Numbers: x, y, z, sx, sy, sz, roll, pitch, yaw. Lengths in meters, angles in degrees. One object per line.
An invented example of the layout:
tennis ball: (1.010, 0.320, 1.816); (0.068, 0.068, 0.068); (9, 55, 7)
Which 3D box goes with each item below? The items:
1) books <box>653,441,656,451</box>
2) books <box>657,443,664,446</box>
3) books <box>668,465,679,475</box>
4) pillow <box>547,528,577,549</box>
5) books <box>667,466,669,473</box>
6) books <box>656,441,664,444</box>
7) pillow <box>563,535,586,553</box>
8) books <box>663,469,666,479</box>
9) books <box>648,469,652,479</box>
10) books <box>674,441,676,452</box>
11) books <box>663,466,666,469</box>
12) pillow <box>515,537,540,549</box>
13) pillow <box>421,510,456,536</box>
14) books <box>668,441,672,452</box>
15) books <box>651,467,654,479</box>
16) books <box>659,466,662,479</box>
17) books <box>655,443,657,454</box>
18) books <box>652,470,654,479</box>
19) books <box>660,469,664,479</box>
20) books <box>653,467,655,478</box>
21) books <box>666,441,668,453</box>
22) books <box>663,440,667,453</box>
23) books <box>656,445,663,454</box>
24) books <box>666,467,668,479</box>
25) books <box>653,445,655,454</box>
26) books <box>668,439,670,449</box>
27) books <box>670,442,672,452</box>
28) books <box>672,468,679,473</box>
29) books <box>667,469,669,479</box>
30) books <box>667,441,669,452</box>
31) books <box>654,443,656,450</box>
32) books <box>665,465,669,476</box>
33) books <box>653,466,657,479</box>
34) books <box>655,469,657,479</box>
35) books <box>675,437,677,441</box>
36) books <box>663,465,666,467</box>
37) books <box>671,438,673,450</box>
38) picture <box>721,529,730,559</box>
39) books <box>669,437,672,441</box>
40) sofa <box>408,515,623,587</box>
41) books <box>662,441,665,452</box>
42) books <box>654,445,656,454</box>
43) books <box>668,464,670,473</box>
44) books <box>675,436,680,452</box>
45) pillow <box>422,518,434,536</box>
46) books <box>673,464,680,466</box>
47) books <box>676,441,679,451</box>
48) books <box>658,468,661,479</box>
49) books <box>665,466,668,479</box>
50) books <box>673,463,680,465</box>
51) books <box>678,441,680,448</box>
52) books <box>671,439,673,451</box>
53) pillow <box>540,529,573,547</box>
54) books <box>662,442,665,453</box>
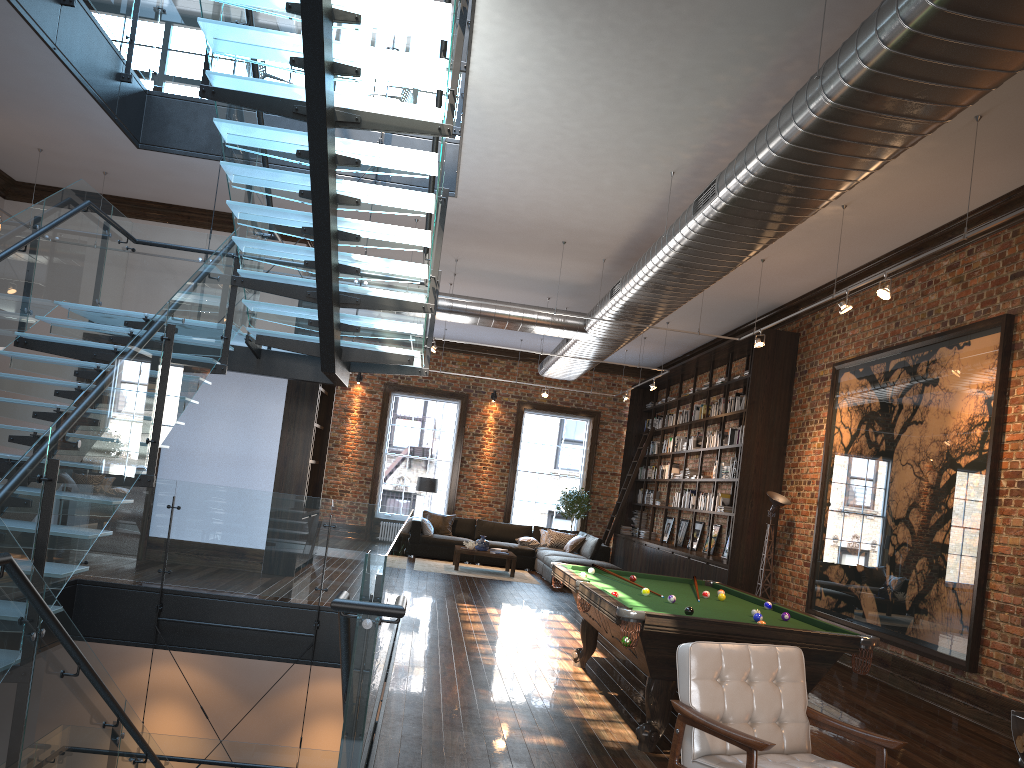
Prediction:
books: (2.995, 1.331, 18.203); (0.184, 0.292, 0.006); (7, -2, -5)
books: (3.016, 1.330, 17.983); (0.166, 0.249, 0.079); (7, -2, -5)
books: (3.060, 1.680, 16.799); (0.189, 0.286, 0.013); (7, -2, -5)
pillow: (0.949, 2.965, 16.869); (0.611, 0.360, 0.289); (7, -4, -1)
books: (3.050, 1.706, 16.915); (0.180, 0.260, 0.010); (7, -2, -5)
books: (3.014, 1.321, 18.055); (0.191, 0.280, 0.006); (7, -2, -5)
pillow: (1.155, 2.971, 16.418); (0.314, 0.353, 0.632); (8, -6, -5)
books: (3.028, 1.762, 17.182); (0.186, 0.207, 0.017); (8, -2, -5)
books: (2.908, 1.863, 18.211); (0.232, 0.224, 0.024); (8, -2, -5)
books: (3.134, 1.191, 16.627); (0.191, 0.225, 0.025); (8, -2, -5)
books: (3.021, 1.745, 17.282); (0.178, 0.263, 0.042); (7, -2, -5)
pillow: (0.294, 2.995, 16.778); (0.410, 0.203, 0.613); (8, -6, -7)
pillow: (-1.425, 2.648, 16.874); (0.701, 0.438, 0.306); (8, -4, -5)
books: (3.102, 1.228, 17.032); (0.181, 0.241, 0.036); (8, -2, -5)
books: (2.942, 1.839, 18.144); (0.180, 0.262, 0.015); (7, -2, -5)
books: (3.008, 1.756, 17.456); (0.188, 0.280, 0.014); (7, -2, -5)
books: (3.005, 1.330, 18.027); (0.183, 0.253, 0.046); (7, -2, -5)
books: (2.939, 1.861, 18.047); (0.175, 0.194, 0.031); (8, -2, -5)
books: (2.996, 1.767, 17.235); (0.236, 0.201, 0.046); (8, -2, -5)
books: (2.959, 1.827, 17.977); (0.187, 0.252, 0.017); (7, -2, -5)
books: (3.082, 1.240, 17.209); (0.175, 0.255, 0.027); (7, -2, -5)
books: (3.073, 1.251, 17.412); (0.174, 0.282, 0.113); (7, -3, -5)
books: (3.008, 1.347, 17.961); (0.185, 0.209, 0.069); (8, -3, -5)
books: (3.039, 1.713, 16.951); (0.184, 0.251, 0.015); (7, -2, -5)
books: (2.987, 1.361, 18.132); (0.186, 0.213, 0.005); (8, -2, -5)
books: (3.101, 1.221, 17.161); (0.148, 0.286, 0.012); (7, -2, -5)
books: (3.113, 1.234, 16.971); (0.158, 0.218, 0.034); (7, -2, -5)
books: (3.079, 1.704, 16.748); (0.148, 0.231, 0.036); (7, -2, -5)
books: (3.048, 1.728, 16.890); (0.181, 0.208, 0.013); (8, -2, -5)
books: (3.100, 1.226, 17.190); (0.159, 0.282, 0.015); (7, -2, -5)
books: (2.993, 1.342, 18.107); (0.189, 0.245, 0.005); (8, -2, -5)
books: (3.041, 1.704, 17.008); (0.184, 0.282, 0.011); (7, -2, -5)
books: (2.957, 1.809, 17.940); (0.164, 0.276, 0.013); (7, -2, -5)
books: (2.972, 1.825, 17.801); (0.173, 0.216, 0.036); (8, -2, -5)
books: (3.143, 1.162, 16.718); (0.145, 0.307, 0.014); (7, -2, -5)
books: (3.022, 1.736, 17.316); (0.169, 0.288, 0.026); (7, -2, -5)
books: (3.120, 1.194, 16.942); (0.156, 0.292, 0.026); (7, -2, -5)
picture: (3.305, 2.392, 13.317); (0.112, 0.496, 0.509); (7, -4, -4)
books: (3.103, 1.195, 17.058); (0.171, 0.314, 0.014); (7, -2, -5)
sofa: (-0.076, 2.904, 15.696); (3.503, 0.800, 3.467); (8, -7, -5)
books: (3.073, 1.268, 17.526); (0.174, 0.279, 0.128); (7, -3, -5)
books: (2.998, 1.354, 18.081); (0.186, 0.218, 0.021); (8, -2, -5)
books: (3.061, 1.686, 16.866); (0.176, 0.290, 0.013); (7, -2, -5)
books: (3.150, 1.142, 16.563); (0.183, 0.312, 0.013); (7, -2, -5)
pillow: (-1.570, 2.657, 16.471); (0.244, 0.304, 0.576); (7, -6, -4)
books: (3.081, 1.675, 16.816); (0.162, 0.304, 0.006); (7, -2, -5)
books: (3.154, 1.181, 16.485); (0.182, 0.217, 0.034); (8, -2, -5)
books: (2.996, 1.791, 17.562); (0.171, 0.231, 0.015); (7, -2, -5)
books: (3.037, 1.709, 16.963); (0.189, 0.262, 0.010); (7, -2, -5)
books: (3.083, 1.663, 16.822); (0.161, 0.330, 0.006); (7, -2, -5)
books: (3.161, 1.176, 16.456); (0.161, 0.222, 0.025); (7, -2, -5)
books: (3.122, 1.185, 16.830); (0.178, 0.284, 0.088); (7, -2, -5)
pillow: (0.856, 3.001, 17.040); (0.704, 0.337, 0.271); (8, -4, -4)
books: (3.069, 1.261, 17.472); (0.174, 0.279, 0.128); (7, -3, -5)
